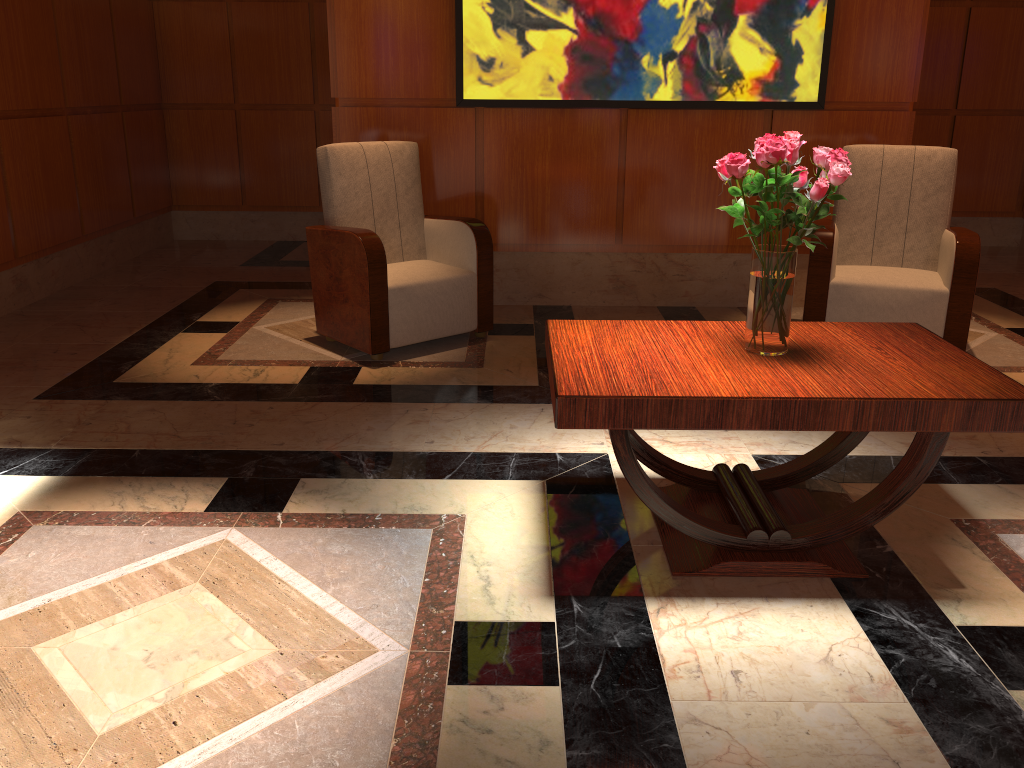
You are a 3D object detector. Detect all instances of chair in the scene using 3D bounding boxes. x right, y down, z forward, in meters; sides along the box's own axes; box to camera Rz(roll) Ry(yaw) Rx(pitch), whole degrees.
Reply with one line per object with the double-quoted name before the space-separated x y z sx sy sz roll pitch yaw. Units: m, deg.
"chair" 1.871 -0.681 4.399 0.739 0.950 0.635 6 18 18
"chair" -0.563 -0.701 4.403 0.741 0.950 0.632 -14 22 -39

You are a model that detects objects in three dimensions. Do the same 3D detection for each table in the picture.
"table" 0.686 0.170 2.514 1.167 0.528 0.733 0 18 0

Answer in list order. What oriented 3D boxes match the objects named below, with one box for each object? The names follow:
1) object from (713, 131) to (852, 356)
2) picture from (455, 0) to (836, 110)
"object" 0.705 -0.376 2.383 0.351 0.589 0.330 7 18 19
"picture" 0.701 -2.328 4.587 1.996 1.717 0.057 0 17 0
